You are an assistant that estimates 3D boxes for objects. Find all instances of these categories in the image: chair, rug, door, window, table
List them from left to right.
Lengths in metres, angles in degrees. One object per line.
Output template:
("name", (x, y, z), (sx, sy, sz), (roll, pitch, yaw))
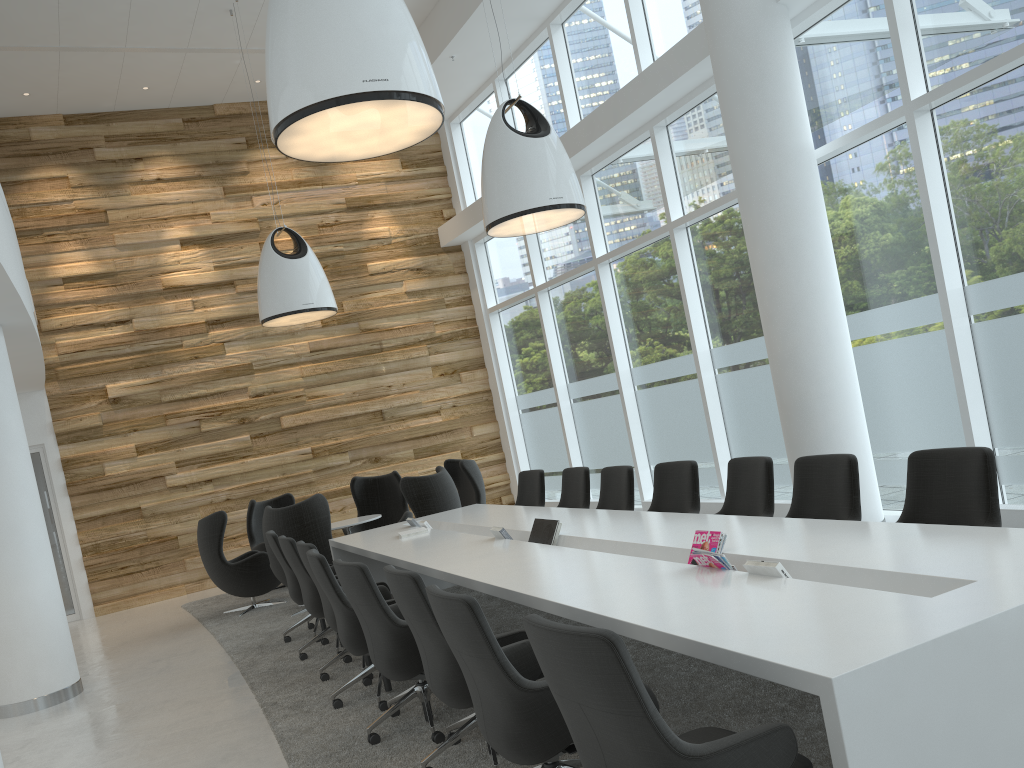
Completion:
("window", (-17.333, 2.073, 3.059), (63.133, 6.152, 30.685), (-12, -2, 17))
("door", (-6.805, 2.130, 11.546), (1.797, 2.406, 0.132), (-12, 2, -20))
("chair", (-2.927, 1.912, 9.771), (0.911, 1.154, 0.919), (-12, 1, -33))
("chair", (-2.780, 1.922, 10.931), (0.922, 1.154, 0.908), (-11, 1, 27))
("chair", (-1.729, 1.691, 7.678), (0.671, 0.968, 0.687), (-12, 1, -18))
("chair", (-2.035, 1.707, 9.076), (0.913, 1.154, 0.917), (-12, 0, -3))
("chair", (-1.420, 1.603, 6.927), (0.670, 0.968, 0.688), (-12, 1, -23))
("table", (-1.830, 1.932, 10.216), (0.799, 0.697, 0.798), (-12, 0, 2))
("chair", (-1.097, 1.512, 6.175), (0.670, 0.968, 0.688), (-12, 1, -23))
("chair", (-0.862, 1.439, 5.448), (0.671, 0.968, 0.687), (-12, 1, -18))
("chair", (-1.729, 1.723, 11.382), (0.913, 1.154, 0.917), (-12, 0, -3))
("chair", (-0.543, 1.350, 4.732), (0.670, 0.968, 0.688), (-12, 1, -28))
("chair", (-0.957, 1.502, 9.506), (0.922, 1.154, 0.908), (-11, 1, 27))
("chair", (-0.753, 1.502, 10.725), (0.911, 1.154, 0.919), (-12, 1, -33))
("chair", (-0.186, 1.255, 4.084), (0.670, 0.968, 0.688), (-12, 1, -23))
("chair", (0.068, 1.354, 8.525), (0.670, 0.968, 0.688), (-12, 1, -28))
("rug", (0.100, 1.753, 5.802), (3.919, 0.011, 13.504), (-11, -2, -23))
("chair", (0.086, 1.174, 3.316), (0.670, 0.968, 0.688), (-12, 1, -23))
("table", (0.295, 1.327, 5.536), (1.493, 0.740, 6.584), (-11, -2, -23))
("chair", (0.433, 1.253, 7.730), (0.670, 0.968, 0.688), (-12, 1, -23))
("chair", (0.705, 1.171, 6.962), (0.670, 0.968, 0.688), (-12, 1, -23))
("chair", (1.062, 1.076, 6.315), (0.670, 0.968, 0.688), (-12, 1, -28))
("chair", (0.451, 1.073, 2.521), (0.670, 0.968, 0.688), (-12, 1, -28))
("chair", (1.381, 0.987, 5.598), (0.671, 0.968, 0.687), (-12, 1, -18))
("chair", (1.616, 0.915, 4.871), (0.670, 0.968, 0.688), (-12, 1, -23))
("chair", (1.939, 0.823, 4.119), (0.670, 0.968, 0.688), (-12, 1, -23))

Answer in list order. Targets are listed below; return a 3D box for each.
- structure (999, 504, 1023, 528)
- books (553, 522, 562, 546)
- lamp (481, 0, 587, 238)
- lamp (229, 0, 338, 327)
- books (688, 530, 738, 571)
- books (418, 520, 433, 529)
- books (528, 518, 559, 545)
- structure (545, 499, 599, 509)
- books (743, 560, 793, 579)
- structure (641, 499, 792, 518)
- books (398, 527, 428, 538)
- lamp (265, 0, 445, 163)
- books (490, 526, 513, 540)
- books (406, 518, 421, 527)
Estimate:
("structure", (3.677, 0.919, 5.800), (0.149, 0.214, 2.700), (-12, -2, -21))
("books", (0.200, 1.014, 5.740), (0.157, 0.242, 0.354), (-12, 0, -23))
("lamp", (-0.158, -3.150, 7.461), (0.888, 3.654, 0.878), (-11, 2, 20))
("lamp", (-2.780, -2.529, 10.042), (0.887, 3.654, 0.879), (-11, 2, 16))
("books", (0.899, 0.816, 3.926), (0.230, 0.275, 0.597), (-12, -1, -3))
("books", (-0.698, 1.274, 7.632), (0.138, 0.223, 0.163), (-12, 1, -23))
("books", (0.190, 0.997, 5.715), (0.138, 0.230, 0.358), (-12, -1, -23))
("structure", (0.828, 1.719, 12.281), (0.149, 0.214, 2.702), (-12, -1, -28))
("books", (1.033, 0.783, 3.445), (0.143, 0.227, 0.204), (-12, 0, -24))
("structure", (2.179, 1.347, 9.428), (0.149, 0.214, 2.701), (-12, -2, -25))
("books", (-0.815, 1.221, 7.292), (0.223, 0.026, 0.264), (-11, -2, -13))
("lamp", (-1.127, -3.056, 4.422), (0.888, 3.654, 0.878), (-11, 2, 22))
("books", (-0.029, 1.073, 6.008), (0.153, 0.239, 0.191), (-12, 1, -23))
("books", (-0.835, 1.304, 7.942), (0.152, 0.241, 0.183), (-12, 1, -23))
